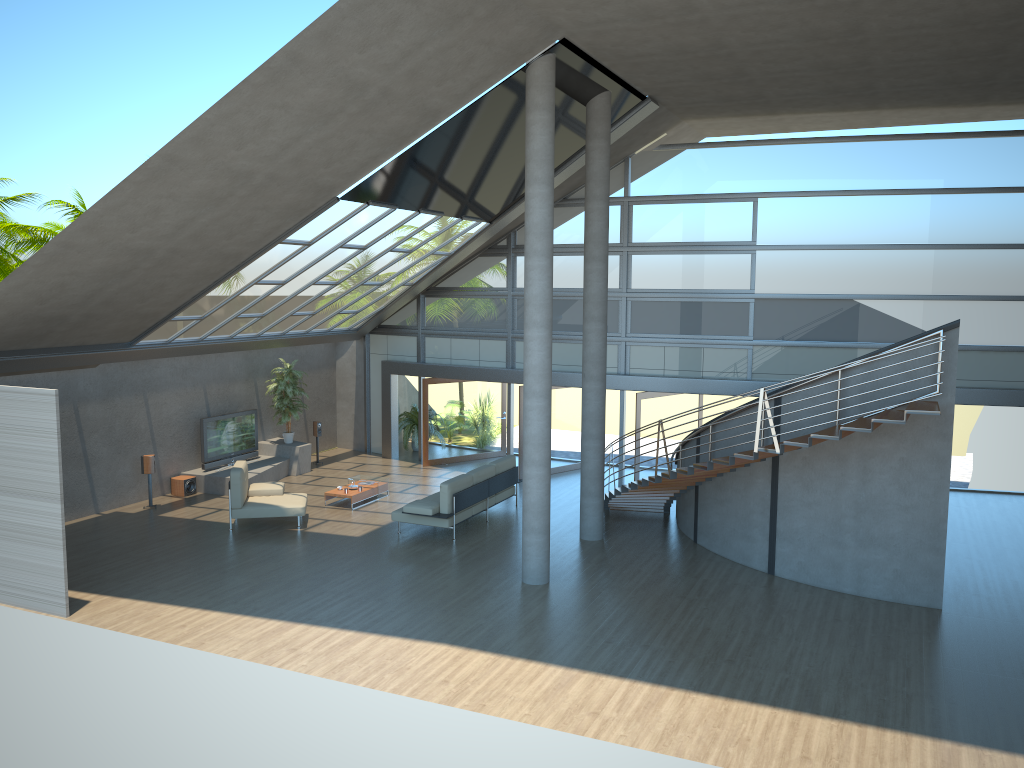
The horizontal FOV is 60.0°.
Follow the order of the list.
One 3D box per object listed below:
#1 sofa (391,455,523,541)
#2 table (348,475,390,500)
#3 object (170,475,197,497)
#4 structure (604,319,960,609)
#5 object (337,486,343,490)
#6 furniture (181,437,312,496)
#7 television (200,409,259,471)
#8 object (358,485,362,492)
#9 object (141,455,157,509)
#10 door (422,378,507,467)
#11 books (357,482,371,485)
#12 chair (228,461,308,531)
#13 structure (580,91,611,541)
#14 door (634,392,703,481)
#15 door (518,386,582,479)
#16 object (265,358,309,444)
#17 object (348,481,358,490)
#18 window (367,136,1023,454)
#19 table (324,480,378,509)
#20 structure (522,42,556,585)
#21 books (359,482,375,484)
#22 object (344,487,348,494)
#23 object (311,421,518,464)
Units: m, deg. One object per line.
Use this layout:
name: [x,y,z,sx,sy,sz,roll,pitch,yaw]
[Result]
sofa: [-0.911,1.875,15.369,1.166,0.947,3.079,3,7,24]
table: [-2.735,1.966,16.948,0.680,0.342,0.400,3,7,24]
object: [-6.320,1.950,17.005,0.425,0.323,0.362,3,7,24]
structure: [3.142,0.805,12.841,2.349,3.653,6.809,-3,7,-28]
object: [-3.176,1.911,16.376,0.102,0.086,0.100,4,7,28]
furniture: [-5.149,1.682,18.309,1.577,0.610,2.936,3,7,24]
television: [-5.711,1.128,17.995,0.396,1.063,1.568,3,7,24]
object: [-2.780,1.917,16.277,0.085,0.101,0.070,-4,8,-38]
object: [-6.514,1.753,15.910,0.234,0.959,0.171,-1,6,-10]
door: [-1.057,0.792,20.323,2.298,1.977,0.200,-4,8,-37]
books: [-2.799,1.898,16.888,0.275,0.005,0.189,1,6,4]
chair: [-4.111,1.840,15.034,1.244,1.023,1.217,-1,6,-10]
structure: [1.301,-1.075,13.875,0.381,7.125,0.382,-2,7,-22]
door: [3.211,1.072,18.032,2.298,1.977,0.200,-6,9,-45]
door: [0.995,0.943,19.080,2.298,1.977,0.200,-5,8,-42]
object: [-4.837,0.354,19.094,0.932,1.857,0.895,-2,7,-17]
object: [-2.938,1.871,16.415,0.178,0.161,0.178,-2,7,-24]
window: [4.000,-1.198,17.479,16.616,6.630,1.098,3,7,22]
table: [-2.899,2.058,16.591,0.600,0.250,1.200,3,7,24]
structure: [0.348,-0.851,11.765,0.381,7.125,0.382,3,7,24]
books: [-2.762,1.890,16.926,0.275,0.005,0.189,1,6,7]
object: [-3.018,1.934,16.112,0.085,0.101,0.070,3,7,23]
object: [-6.883,1.485,18.443,7.863,0.982,21.345,4,7,27]
